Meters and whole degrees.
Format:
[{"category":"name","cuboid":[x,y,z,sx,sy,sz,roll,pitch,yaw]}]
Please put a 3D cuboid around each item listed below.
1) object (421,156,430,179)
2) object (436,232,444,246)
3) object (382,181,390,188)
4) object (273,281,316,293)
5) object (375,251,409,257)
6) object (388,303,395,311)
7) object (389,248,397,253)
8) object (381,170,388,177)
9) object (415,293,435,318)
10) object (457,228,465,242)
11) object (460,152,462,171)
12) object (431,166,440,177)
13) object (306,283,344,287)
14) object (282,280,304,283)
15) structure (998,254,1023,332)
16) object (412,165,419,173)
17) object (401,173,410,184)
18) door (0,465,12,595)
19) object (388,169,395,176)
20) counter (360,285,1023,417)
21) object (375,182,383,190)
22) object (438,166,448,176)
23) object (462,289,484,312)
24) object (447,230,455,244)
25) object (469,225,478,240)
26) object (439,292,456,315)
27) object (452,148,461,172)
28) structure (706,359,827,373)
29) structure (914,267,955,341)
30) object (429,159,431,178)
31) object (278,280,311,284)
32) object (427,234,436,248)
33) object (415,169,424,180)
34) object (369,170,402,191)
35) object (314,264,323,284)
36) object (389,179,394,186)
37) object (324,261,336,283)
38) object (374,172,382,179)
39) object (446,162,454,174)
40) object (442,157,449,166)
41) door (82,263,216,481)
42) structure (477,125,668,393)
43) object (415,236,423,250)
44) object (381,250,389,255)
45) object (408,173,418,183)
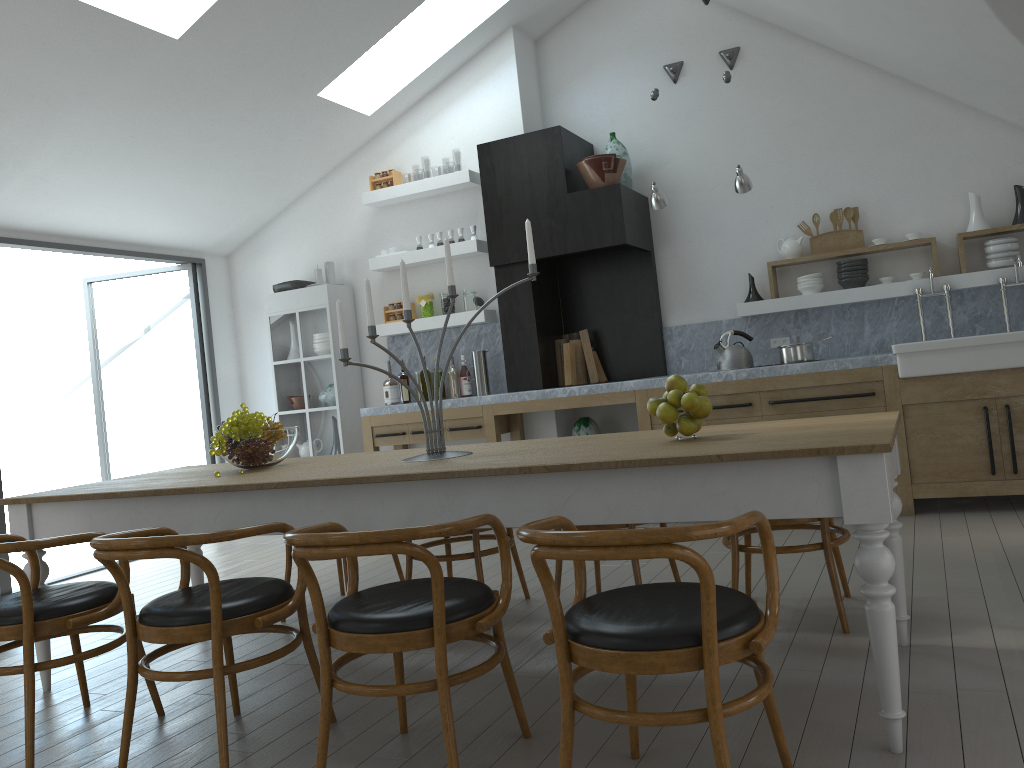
[{"category":"object","cuboid":[-0.674,-1.694,6.966,0.063,0.187,0.063,-6,-1,-7]},{"category":"object","cuboid":[-0.568,-1.135,6.976,0.067,0.124,0.064,-7,-1,19]},{"category":"object","cuboid":[-1.025,-1.614,7.211,0.058,0.075,0.058,-5,-1,-42]},{"category":"object","cuboid":[-1.831,-0.786,7.493,0.298,0.119,0.299,-6,0,25]},{"category":"object","cuboid":[-0.959,-1.041,7.181,0.294,0.025,0.113,-6,0,25]},{"category":"object","cuboid":[-0.978,-0.624,7.214,0.058,0.075,0.058,-5,-1,-42]},{"category":"object","cuboid":[-0.962,-1.068,7.181,0.054,0.071,0.054,-7,-1,24]},{"category":"object","cuboid":[-1.034,-1.699,7.214,0.058,0.075,0.058,-5,-1,-42]},{"category":"object","cuboid":[-0.685,-0.620,7.057,0.163,0.199,0.128,-7,-1,20]},{"category":"object","cuboid":[-0.396,-1.153,6.902,0.067,0.124,0.064,-7,-1,19]},{"category":"object","cuboid":[-0.414,-1.718,6.913,0.054,0.179,0.054,-6,-1,1]},{"category":"object","cuboid":[-0.595,-1.662,7.012,0.082,0.105,0.081,-6,-1,-7]},{"category":"object","cuboid":[-1.550,-0.812,7.366,0.295,0.025,0.150,-6,0,-41]},{"category":"object","cuboid":[-1.833,-0.805,7.493,0.170,0.120,0.170,-6,0,25]},{"category":"structure","cuboid":[3.203,-0.536,5.496,0.214,0.530,0.332,-6,-1,5]},{"category":"object","cuboid":[-0.768,-1.676,7.131,0.048,0.169,0.048,-7,-2,33]},{"category":"object","cuboid":[-0.846,-1.635,7.129,0.082,0.105,0.081,-6,-1,-7]},{"category":"door","cuboid":[-3.936,0.269,6.102,1.050,2.348,0.080,-7,-2,25]},{"category":"object","cuboid":[-0.974,-1.706,7.186,0.058,0.075,0.058,-5,-1,-42]},{"category":"counter","cuboid":[1.955,-0.394,5.953,6.566,0.620,0.962,-6,0,25]},{"category":"object","cuboid":[-1.085,-1.607,7.240,0.058,0.075,0.058,-5,-1,-42]},{"category":"object","cuboid":[-0.534,-1.658,6.951,0.077,0.085,0.077,-6,-1,-33]},{"category":"object","cuboid":[-0.308,-0.651,6.887,0.207,0.178,0.103,-6,-1,-43]},{"category":"object","cuboid":[-0.477,-1.145,6.949,0.067,0.124,0.064,-7,-1,19]},{"category":"object","cuboid":[-0.296,-1.164,6.856,0.067,0.124,0.064,-7,-1,19]},{"category":"object","cuboid":[-0.503,-0.633,6.976,0.120,0.183,0.120,-7,-1,40]},{"category":"object","cuboid":[-0.424,-1.721,6.850,0.063,0.187,0.063,-6,-1,-7]},{"category":"structure","cuboid":[1.725,-0.103,5.990,0.736,0.041,0.648,-6,0,25]},{"category":"structure","cuboid":[2.762,-0.489,5.701,0.214,0.530,0.332,-6,-1,5]},{"category":"object","cuboid":[-0.664,-1.692,7.029,0.054,0.179,0.054,-6,-1,1]},{"category":"object","cuboid":[-1.832,-0.795,7.493,0.238,0.120,0.238,-6,0,25]},{"category":"object","cuboid":[-0.639,-1.128,7.026,0.067,0.124,0.064,-7,-1,19]},{"category":"object","cuboid":[-0.727,-1.644,7.009,0.071,0.099,0.071,-6,-1,-11]},{"category":"object","cuboid":[-1.026,-1.638,7.210,0.237,0.146,0.120,-6,-1,25]},{"category":"object","cuboid":[-1.600,-0.897,7.333,0.054,0.196,0.054,-5,-2,-40]},{"category":"object","cuboid":[-0.964,-1.620,7.183,0.058,0.075,0.058,-5,-1,-42]},{"category":"object","cuboid":[-1.519,-0.914,7.402,0.072,0.211,0.071,-5,-2,-42]},{"category":"object","cuboid":[-1.095,-1.693,7.242,0.058,0.075,0.058,-5,-1,-42]},{"category":"object","cuboid":[-0.476,-1.671,6.893,0.071,0.099,0.071,-6,-1,-11]},{"category":"object","cuboid":[-0.517,-1.702,7.015,0.048,0.169,0.048,-7,-2,33]},{"category":"door","cuboid":[-3.149,0.177,7.746,1.051,2.348,0.080,-6,-2,10]},{"category":"structure","cuboid":[0.459,-0.933,6.732,1.074,1.886,0.781,-7,-1,25]},{"category":"object","cuboid":[-0.739,-1.117,7.073,0.067,0.124,0.064,-7,-1,19]},{"category":"object","cuboid":[-1.028,-1.056,7.214,0.058,0.061,0.057,-7,-1,24]},{"category":"object","cuboid":[-0.784,-1.632,7.068,0.077,0.085,0.077,-6,-1,-33]}]
